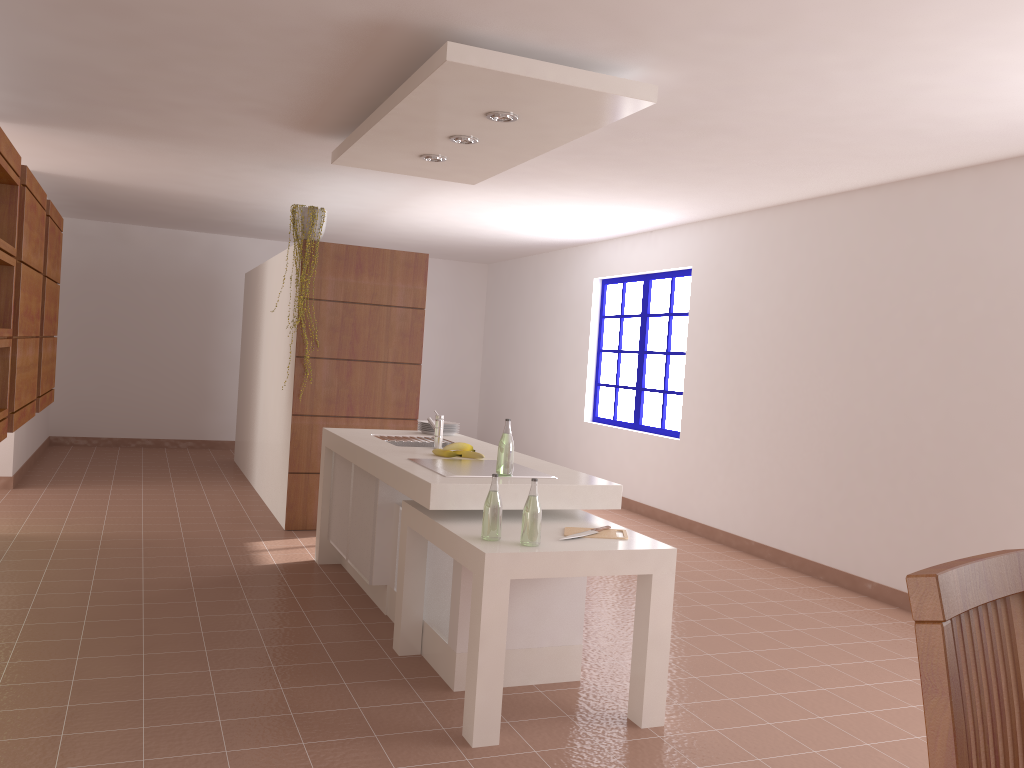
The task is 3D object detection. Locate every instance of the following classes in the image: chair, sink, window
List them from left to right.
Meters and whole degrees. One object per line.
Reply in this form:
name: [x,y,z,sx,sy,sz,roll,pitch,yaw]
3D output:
sink: [-0.502,0.310,4.850,0.404,0.368,0.668,3,2,-23]
window: [1.197,-0.289,8.120,0.035,1.430,1.699,3,2,-23]
chair: [0.749,0.777,1.001,0.444,1.063,0.574,2,2,-42]

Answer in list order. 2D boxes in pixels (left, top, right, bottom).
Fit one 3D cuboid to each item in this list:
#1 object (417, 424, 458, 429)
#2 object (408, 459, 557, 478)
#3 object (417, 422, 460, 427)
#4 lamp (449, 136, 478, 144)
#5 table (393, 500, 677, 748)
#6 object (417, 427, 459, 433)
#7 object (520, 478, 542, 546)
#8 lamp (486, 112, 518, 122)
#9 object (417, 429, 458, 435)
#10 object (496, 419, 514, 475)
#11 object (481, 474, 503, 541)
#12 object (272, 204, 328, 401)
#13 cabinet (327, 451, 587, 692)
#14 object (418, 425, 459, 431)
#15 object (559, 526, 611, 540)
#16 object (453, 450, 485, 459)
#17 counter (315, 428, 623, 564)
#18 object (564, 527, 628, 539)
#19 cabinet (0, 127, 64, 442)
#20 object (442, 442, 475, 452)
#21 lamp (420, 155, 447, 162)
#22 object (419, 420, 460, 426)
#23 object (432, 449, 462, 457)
object: [-0.448,0.263,5.386,0.228,0.020,0.228,2,2,-41]
object: [-0.142,0.365,3.859,0.493,0.006,0.551,3,2,-23]
object: [-0.447,0.252,5.386,0.228,0.020,0.228,2,2,-41]
lamp: [-0.238,-1.235,4.417,0.143,0.059,0.143,4,2,5]
table: [0.038,0.867,3.507,0.737,0.647,1.003,3,2,-23]
object: [-0.449,0.283,5.386,0.228,0.020,0.228,2,2,-41]
object: [0.071,0.442,3.067,0.071,0.230,0.071,2,2,-41]
lamp: [-0.044,-1.208,3.951,0.143,0.059,0.143,3,2,-40]
object: [-0.450,0.293,5.387,0.228,0.020,0.228,2,2,-41]
object: [-0.024,0.260,3.678,0.071,0.230,0.071,2,2,-41]
object: [-0.066,0.431,3.116,0.071,0.230,0.071,2,2,-41]
object: [-1.447,-0.549,6.093,0.279,1.344,0.297,5,2,27]
cabinet: [-0.344,0.789,4.425,0.737,0.700,2.048,3,2,-23]
object: [-0.449,0.273,5.386,0.228,0.020,0.228,2,2,-41]
object: [0.281,0.556,3.308,0.041,0.008,0.375,5,2,34]
object: [-0.217,0.335,4.230,0.207,0.033,0.060,5,2,22]
counter: [-0.366,0.736,4.474,0.821,0.800,2.156,3,2,-23]
object: [0.317,0.563,3.352,0.266,0.006,0.168,4,2,-6]
cabinet: [-2.416,-0.379,3.502,0.754,1.200,4.718,3,2,-23]
object: [-0.241,0.305,4.243,0.047,0.055,0.207,5,2,44]
lamp: [-0.430,-1.260,4.877,0.143,0.059,0.143,4,2,5]
object: [-0.446,0.242,5.385,0.228,0.020,0.228,2,2,-41]
object: [-0.323,0.328,4.214,0.060,0.033,0.207,2,2,-43]
